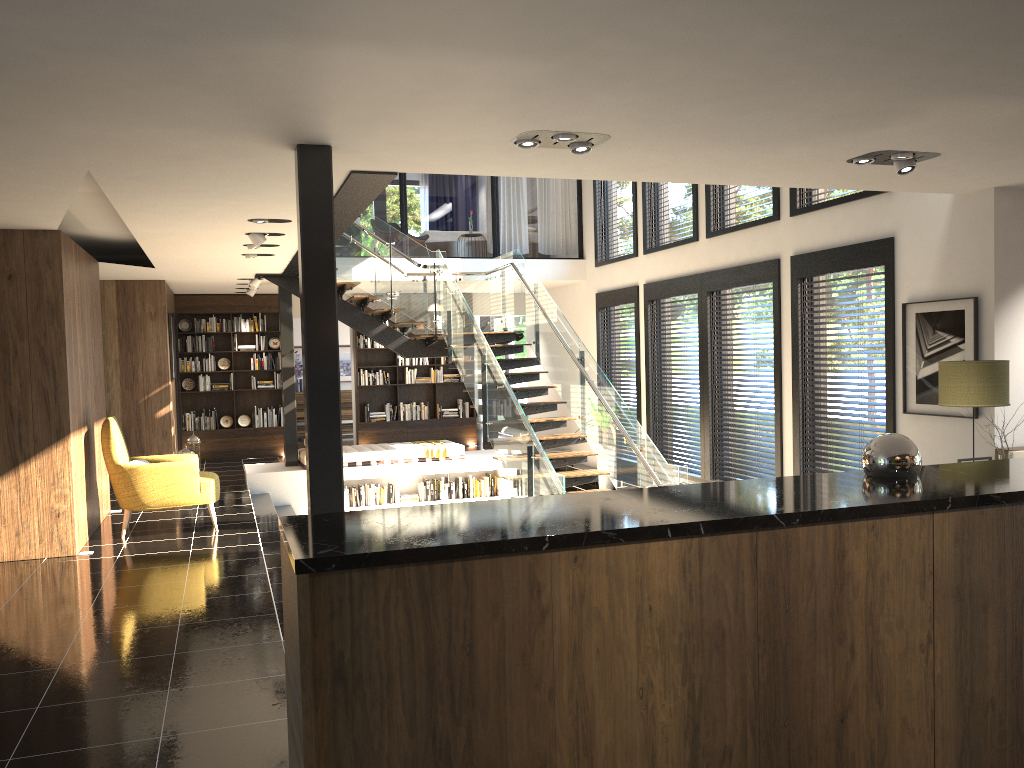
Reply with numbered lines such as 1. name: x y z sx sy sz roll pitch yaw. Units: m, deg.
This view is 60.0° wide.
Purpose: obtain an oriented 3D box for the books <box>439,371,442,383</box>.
1. books: -1.271 -0.130 15.551 0.026 0.210 0.184 -2 2 -18

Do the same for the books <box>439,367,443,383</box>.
1. books: -1.248 -0.165 15.568 0.031 0.277 0.168 -2 3 -18

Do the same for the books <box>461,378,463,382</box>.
1. books: -0.908 -0.145 15.686 0.025 0.212 0.167 -2 2 -18

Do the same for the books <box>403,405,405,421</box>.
1. books: -1.893 0.501 15.376 0.030 0.262 0.173 -2 2 -18

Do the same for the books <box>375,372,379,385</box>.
1. books: -2.327 -0.095 15.246 0.030 0.222 0.189 -2 2 -18

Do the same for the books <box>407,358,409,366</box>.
1. books: -1.824 -0.450 15.377 0.028 0.258 0.208 -2 2 -18

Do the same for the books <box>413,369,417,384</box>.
1. books: -1.703 -0.139 15.433 0.067 0.261 0.159 -2 2 -18

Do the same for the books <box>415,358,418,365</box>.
1. books: -1.673 -0.413 15.445 0.047 0.171 0.167 -2 2 -18

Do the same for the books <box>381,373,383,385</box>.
1. books: -2.251 -0.090 15.287 0.030 0.205 0.170 -2 2 -18

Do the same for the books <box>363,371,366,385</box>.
1. books: -2.535 -0.100 15.194 0.023 0.245 0.159 -2 2 -18

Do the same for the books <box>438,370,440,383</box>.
1. books: -1.303 -0.131 15.559 0.029 0.214 0.149 -2 2 -18

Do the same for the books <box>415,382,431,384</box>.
1. books: -1.561 -0.026 15.483 0.274 0.025 0.156 -2 2 -21

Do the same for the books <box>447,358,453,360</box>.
1. books: -1.015 -0.445 15.702 0.246 0.021 0.148 -2 2 -18

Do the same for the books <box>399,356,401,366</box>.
1. books: -1.957 -0.452 15.352 0.031 0.272 0.158 -2 3 -18

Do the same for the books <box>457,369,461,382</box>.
1. books: -0.932 -0.160 15.667 0.030 0.244 0.176 -2 2 -18

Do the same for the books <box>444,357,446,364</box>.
1. books: -1.196 -0.442 15.609 0.026 0.196 0.147 -2 2 -18

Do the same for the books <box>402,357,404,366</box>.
1. books: -1.900 -0.417 15.358 0.024 0.198 0.174 -2 2 -18

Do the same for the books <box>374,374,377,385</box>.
1. books: -2.361 -0.080 15.249 0.033 0.193 0.172 -2 2 -18

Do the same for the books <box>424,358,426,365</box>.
1. books: -1.534 -0.443 15.492 0.024 0.220 0.148 -2 2 -18

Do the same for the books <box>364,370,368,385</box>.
1. books: -2.505 -0.107 15.184 0.029 0.258 0.181 -2 2 -18

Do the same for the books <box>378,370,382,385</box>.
1. books: -2.271 -0.114 15.254 0.029 0.256 0.167 -2 2 -18

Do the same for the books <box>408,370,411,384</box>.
1. books: -1.781 -0.128 15.401 0.030 0.245 0.166 -2 2 -18

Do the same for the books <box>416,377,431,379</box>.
1. books: -1.564 -0.101 15.480 0.274 0.025 0.156 -2 2 -15

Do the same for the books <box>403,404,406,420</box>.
1. books: -1.873 0.493 15.402 0.025 0.275 0.150 -2 3 -18

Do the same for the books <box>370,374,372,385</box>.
1. books: -2.433 -0.079 15.214 0.024 0.197 0.172 -2 2 -18

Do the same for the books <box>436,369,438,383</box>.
1. books: -1.333 -0.140 15.562 0.025 0.233 0.156 -2 2 -18

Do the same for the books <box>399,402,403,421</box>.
1. books: -1.921 0.477 15.356 0.035 0.312 0.160 -2 3 -18

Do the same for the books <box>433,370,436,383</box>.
1. books: -1.384 -0.137 15.551 0.037 0.232 0.231 -2 2 -18

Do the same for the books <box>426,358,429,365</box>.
1. books: -1.501 -0.443 15.505 0.046 0.219 0.145 -2 2 -18

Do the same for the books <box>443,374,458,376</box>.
1. books: -1.095 -0.156 15.636 0.272 0.022 0.156 -2 2 -20

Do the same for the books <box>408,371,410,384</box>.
1. books: -1.796 -0.113 15.363 0.023 0.218 0.195 -2 2 -18

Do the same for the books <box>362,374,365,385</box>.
1. books: -2.552 -0.075 15.168 0.028 0.199 0.175 -2 2 -18

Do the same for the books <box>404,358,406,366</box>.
1. books: -1.874 -0.433 15.358 0.027 0.228 0.208 -2 2 -18

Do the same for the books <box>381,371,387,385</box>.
1. books: -2.202 -0.107 15.283 0.070 0.236 0.206 -2 2 -18

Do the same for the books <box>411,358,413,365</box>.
1. books: -1.754 -0.446 15.405 0.030 0.244 0.142 -2 3 -18

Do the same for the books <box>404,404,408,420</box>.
1. books: -1.839 0.492 15.386 0.030 0.276 0.160 -2 3 -18

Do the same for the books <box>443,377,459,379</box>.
1. books: -1.093 -0.113 15.633 0.268 0.022 0.156 -2 2 -22

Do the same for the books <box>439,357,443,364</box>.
1. books: -1.248 -0.452 15.612 0.024 0.219 0.174 -2 2 -18

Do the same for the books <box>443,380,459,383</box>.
1. books: -1.087 -0.045 15.626 0.288 0.026 0.175 -2 2 -14

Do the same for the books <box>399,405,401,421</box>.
1. books: -1.960 0.502 15.380 0.026 0.263 0.156 -2 3 -18

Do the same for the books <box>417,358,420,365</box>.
1. books: -1.634 -0.461 15.447 0.032 0.265 0.149 -2 3 -18

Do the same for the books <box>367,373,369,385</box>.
1. books: -2.484 -0.082 15.206 0.022 0.207 0.130 -2 2 -18

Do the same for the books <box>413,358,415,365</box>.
1. books: -1.722 -0.440 15.403 0.028 0.231 0.167 -2 2 -18

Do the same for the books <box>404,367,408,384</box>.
1. books: -1.834 -0.145 15.387 0.030 0.284 0.176 -2 2 -18

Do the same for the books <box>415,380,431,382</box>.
1. books: -1.562 -0.052 15.481 0.275 0.025 0.156 -2 2 -22

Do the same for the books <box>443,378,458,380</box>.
1. books: -1.095 -0.091 15.644 0.247 0.022 0.148 -2 2 -17

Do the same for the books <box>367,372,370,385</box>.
1. books: -2.460 -0.093 15.213 0.028 0.227 0.136 -2 3 -18

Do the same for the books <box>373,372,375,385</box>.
1. books: -2.389 -0.091 15.246 0.021 0.216 0.170 -2 2 -18

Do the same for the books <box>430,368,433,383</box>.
1. books: -1.411 -0.151 15.530 0.026 0.263 0.156 -2 3 -18

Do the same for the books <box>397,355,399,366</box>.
1. books: -1.987 -0.429 15.346 0.030 0.228 0.176 -2 2 -18

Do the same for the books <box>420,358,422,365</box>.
1. books: -1.602 -0.419 15.452 0.027 0.179 0.164 -2 2 -18

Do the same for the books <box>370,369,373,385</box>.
1. books: -2.410 -0.117 15.224 0.029 0.272 0.152 -2 3 -18

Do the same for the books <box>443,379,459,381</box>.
1. books: -1.092 -0.069 15.636 0.274 0.022 0.156 -2 2 -21

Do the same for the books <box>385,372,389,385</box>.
1. books: -2.156 -0.096 15.301 0.028 0.210 0.169 -2 2 -18

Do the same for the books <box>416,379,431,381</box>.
1. books: -1.561 -0.076 15.476 0.261 0.024 0.167 -2 2 -21

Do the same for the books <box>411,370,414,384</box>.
1. books: -1.742 -0.128 15.388 0.036 0.244 0.194 -2 2 -18

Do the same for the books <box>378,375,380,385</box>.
1. books: -2.303 -0.071 15.267 0.027 0.171 0.146 -2 2 -18
